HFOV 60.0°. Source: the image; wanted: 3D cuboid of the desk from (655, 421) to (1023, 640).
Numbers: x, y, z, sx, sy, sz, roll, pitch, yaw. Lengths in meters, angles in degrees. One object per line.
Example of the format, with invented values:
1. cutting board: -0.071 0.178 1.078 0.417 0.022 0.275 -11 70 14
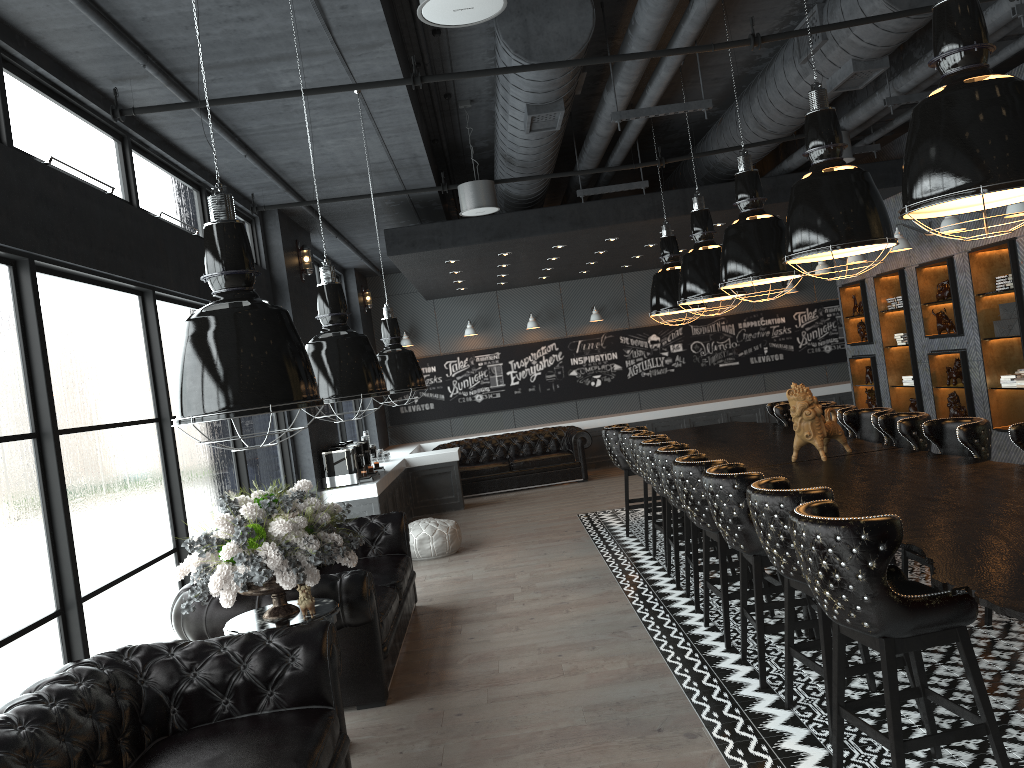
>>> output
1. desk: 2.037 0.963 5.870 1.433 0.927 7.594 -8 1 -1

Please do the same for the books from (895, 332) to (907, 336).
1. books: 4.792 -0.613 10.729 0.245 0.028 0.193 -8 1 -8

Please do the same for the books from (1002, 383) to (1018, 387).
1. books: 4.943 -0.006 8.651 0.179 0.034 0.243 -8 1 -22

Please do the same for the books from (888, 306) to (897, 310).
1. books: 4.761 -0.945 10.884 0.193 0.028 0.245 -8 1 3

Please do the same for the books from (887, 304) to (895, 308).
1. books: 4.747 -0.971 10.905 0.193 0.028 0.245 -8 1 11

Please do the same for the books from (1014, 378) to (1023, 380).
1. books: 4.893 -0.053 8.367 0.205 0.019 0.264 -8 1 -2

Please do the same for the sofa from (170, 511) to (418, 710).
1. sofa: -1.368 1.479 6.095 1.239 0.838 2.566 -8 0 -2

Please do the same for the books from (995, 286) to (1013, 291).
1. books: 4.818 -0.931 8.539 0.193 0.028 0.245 -8 1 -1

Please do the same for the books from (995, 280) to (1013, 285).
1. books: 4.810 -0.986 8.517 0.193 0.028 0.245 -8 1 -10

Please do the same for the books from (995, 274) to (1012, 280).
1. books: 4.802 -1.042 8.520 0.193 0.028 0.245 -8 1 2

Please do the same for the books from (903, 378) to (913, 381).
1. books: 4.898 -0.072 10.742 0.243 0.024 0.175 -8 1 -10

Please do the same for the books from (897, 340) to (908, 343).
1. books: 4.783 -0.526 10.668 0.245 0.028 0.193 -8 1 8

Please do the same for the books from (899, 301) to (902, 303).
1. books: 4.796 -1.004 10.615 0.193 0.028 0.245 -8 1 -19

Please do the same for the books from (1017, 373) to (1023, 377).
1. books: 4.923 -0.101 8.357 0.244 0.023 0.247 -8 1 -16

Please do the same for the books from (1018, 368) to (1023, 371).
1. books: 4.914 -0.143 8.366 0.185 0.024 0.212 -8 1 -7

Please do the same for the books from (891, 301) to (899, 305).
1. books: 4.792 -1.006 10.885 0.193 0.028 0.245 -8 1 6

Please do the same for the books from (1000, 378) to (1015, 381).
1. books: 4.950 -0.060 8.688 0.243 0.024 0.175 -8 1 -2

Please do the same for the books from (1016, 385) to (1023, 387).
1. books: 4.901 0.009 8.361 0.167 0.023 0.228 -8 1 -1

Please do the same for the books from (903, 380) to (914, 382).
1. books: 4.879 -0.045 10.740 0.166 0.024 0.227 -8 1 -15

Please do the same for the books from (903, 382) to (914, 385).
1. books: 4.892 -0.018 10.725 0.180 0.034 0.243 -8 1 -32

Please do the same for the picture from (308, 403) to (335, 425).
1. picture: -2.217 0.115 10.026 0.086 0.634 1.389 -8 0 -1

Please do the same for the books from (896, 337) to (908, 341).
1. books: 4.800 -0.557 10.709 0.245 0.028 0.193 -8 1 -1

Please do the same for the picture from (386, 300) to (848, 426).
1. picture: 3.966 -0.677 15.757 12.465 1.103 0.200 -8 0 -1

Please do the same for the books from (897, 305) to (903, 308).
1. books: 4.769 -0.943 10.597 0.193 0.028 0.245 -8 1 -22

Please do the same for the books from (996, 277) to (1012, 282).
1. books: 4.825 -1.017 8.561 0.193 0.028 0.245 -8 1 5

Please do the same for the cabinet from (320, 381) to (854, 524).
1. cabinet: 2.121 0.934 12.562 8.420 0.827 6.311 -8 1 -1

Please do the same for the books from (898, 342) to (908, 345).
1. books: 4.818 -0.502 10.709 0.245 0.028 0.193 -8 1 -5

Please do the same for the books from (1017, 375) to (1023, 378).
1. books: 4.901 -0.076 8.373 0.197 0.023 0.248 -8 1 16

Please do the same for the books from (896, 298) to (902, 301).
1. books: 4.757 -1.027 10.597 0.193 0.028 0.245 -8 1 -21

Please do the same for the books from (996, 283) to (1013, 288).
1. books: 4.804 -0.957 8.530 0.193 0.028 0.245 -8 1 10

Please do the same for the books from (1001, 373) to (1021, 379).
1. books: 4.928 -0.083 8.651 0.225 0.029 0.179 -8 1 -16

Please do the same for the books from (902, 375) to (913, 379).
1. books: 4.876 -0.095 10.735 0.225 0.029 0.179 -8 1 -18

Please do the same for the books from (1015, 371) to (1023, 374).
1. books: 4.895 -0.119 8.361 0.197 0.020 0.206 -8 1 1

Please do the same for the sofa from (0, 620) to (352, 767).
1. sofa: -1.302 1.500 2.823 1.239 0.838 2.566 -8 0 -2

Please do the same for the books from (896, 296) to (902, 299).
1. books: 4.753 -1.055 10.596 0.194 0.028 0.245 -8 1 -29

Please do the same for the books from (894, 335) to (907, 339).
1. books: 4.785 -0.583 10.728 0.245 0.028 0.193 -8 1 2

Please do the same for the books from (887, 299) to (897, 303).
1. books: 4.749 -1.029 10.885 0.193 0.028 0.245 -8 1 4

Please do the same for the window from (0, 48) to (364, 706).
1. window: -2.309 0.181 3.728 0.120 3.729 20.795 -8 1 -1

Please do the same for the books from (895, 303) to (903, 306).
1. books: 4.747 -0.969 10.611 0.193 0.028 0.245 -8 1 -14

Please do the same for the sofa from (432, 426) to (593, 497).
1. sofa: -0.026 1.215 13.993 2.566 0.838 1.239 -8 0 -2

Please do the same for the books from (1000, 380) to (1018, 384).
1. books: 4.931 -0.033 8.666 0.166 0.024 0.227 -8 1 -33

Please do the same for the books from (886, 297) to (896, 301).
1. books: 4.745 -1.056 10.884 0.193 0.028 0.245 -8 1 -4
